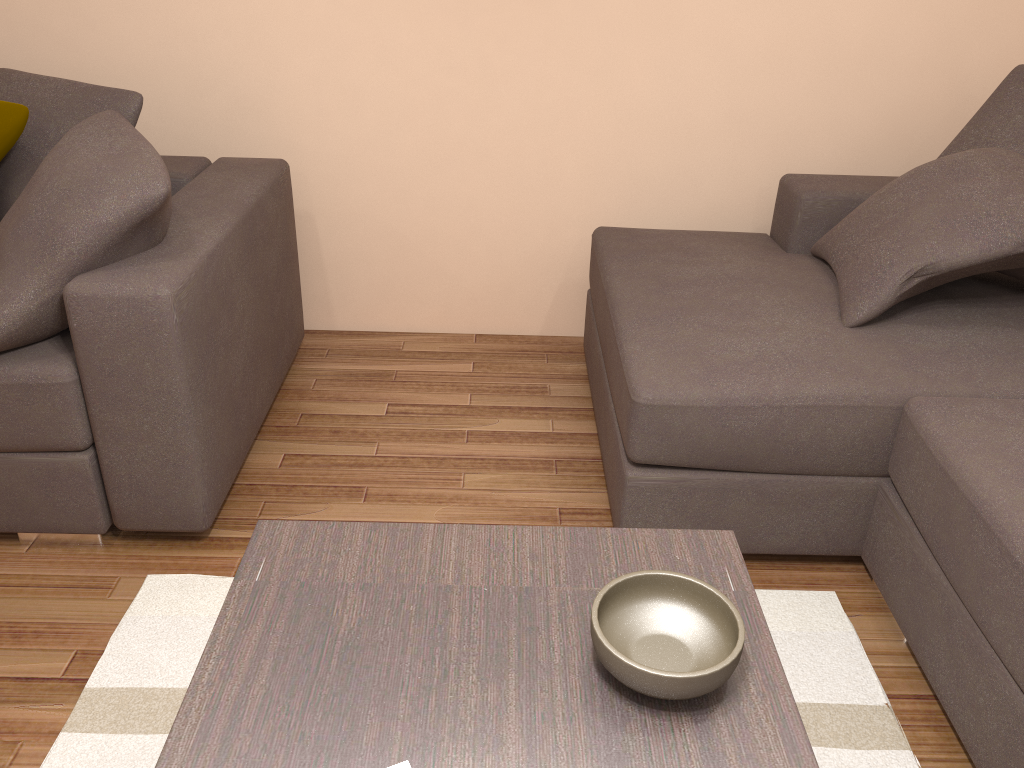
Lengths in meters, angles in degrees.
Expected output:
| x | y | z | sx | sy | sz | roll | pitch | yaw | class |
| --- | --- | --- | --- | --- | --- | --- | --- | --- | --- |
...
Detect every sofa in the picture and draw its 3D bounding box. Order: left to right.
| x | y | z | sx | sy | sz | roll | pitch | yaw | class |
| --- | --- | --- | --- | --- | --- | --- | --- | --- | --- |
| -2.567 | -0.059 | 2.441 | 3.565 | 0.776 | 1.906 | 1 | 28 | -1 | sofa |
| 1.236 | 0.425 | 1.754 | 1.906 | 0.776 | 3.565 | 1 | 28 | -1 | sofa |

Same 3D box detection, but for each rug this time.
| x | y | z | sx | sy | sz | roll | pitch | yaw | class |
| --- | --- | --- | --- | --- | --- | --- | --- | --- | --- |
| -0.047 | 1.009 | 1.360 | 1.791 | 0.024 | 2.122 | 1 | 28 | -1 | rug |

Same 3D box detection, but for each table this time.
| x | y | z | sx | sy | sz | roll | pitch | yaw | class |
| --- | --- | --- | --- | --- | --- | --- | --- | --- | --- |
| -0.035 | 0.759 | 1.236 | 0.856 | 0.558 | 1.110 | 1 | 28 | -1 | table |

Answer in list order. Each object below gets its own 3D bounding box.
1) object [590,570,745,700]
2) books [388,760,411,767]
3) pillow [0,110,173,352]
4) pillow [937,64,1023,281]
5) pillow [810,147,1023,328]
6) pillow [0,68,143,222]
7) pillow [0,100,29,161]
| x | y | z | sx | sy | sz | roll | pitch | yaw | class |
| --- | --- | --- | --- | --- | --- | --- | --- | --- | --- |
| 0.223 | 0.374 | 1.295 | 0.219 | 0.081 | 0.219 | 4 | 28 | 4 | object |
| -0.232 | 0.572 | 0.989 | 0.332 | 0.008 | 0.241 | -11 | 31 | -23 | books |
| -1.195 | -0.416 | 2.329 | 0.560 | 0.470 | 0.749 | -13 | 31 | -26 | pillow |
| 1.627 | -0.609 | 2.658 | 0.806 | 0.578 | 0.483 | 26 | 36 | 38 | pillow |
| 1.242 | -0.429 | 2.531 | 0.645 | 0.415 | 0.792 | 4 | 28 | 4 | pillow |
| -1.491 | -0.628 | 2.806 | 0.811 | 0.635 | 0.399 | 24 | 35 | 36 | pillow |
| -1.678 | -0.569 | 2.547 | 0.658 | 0.492 | 0.382 | 13 | 30 | 21 | pillow |
